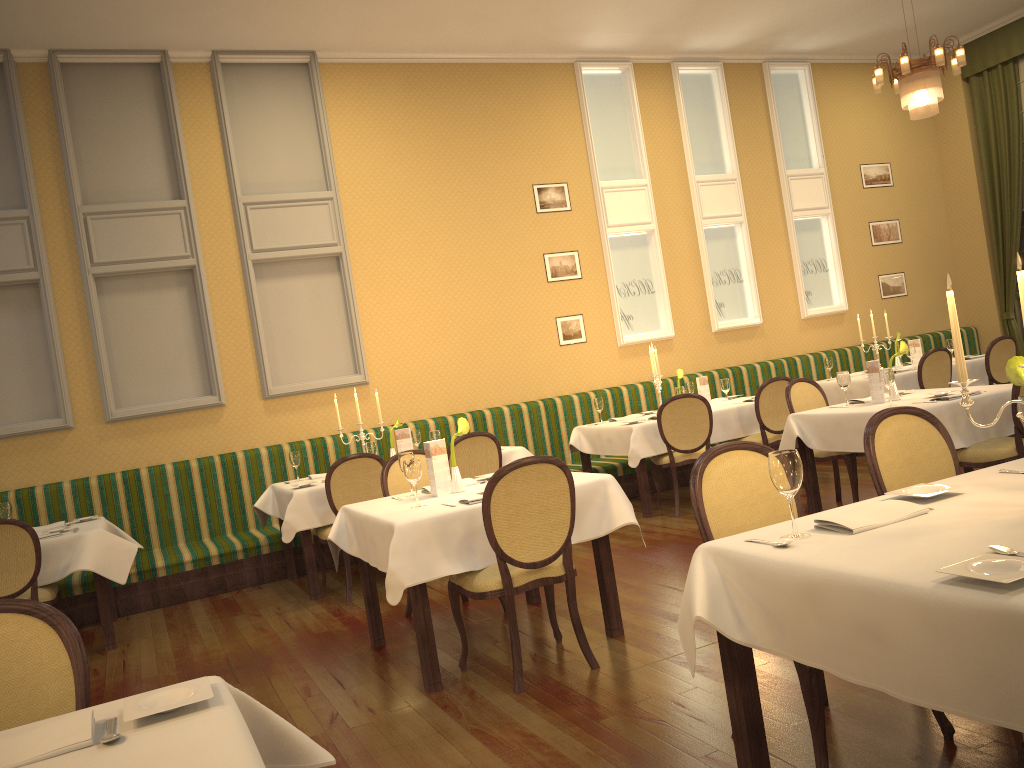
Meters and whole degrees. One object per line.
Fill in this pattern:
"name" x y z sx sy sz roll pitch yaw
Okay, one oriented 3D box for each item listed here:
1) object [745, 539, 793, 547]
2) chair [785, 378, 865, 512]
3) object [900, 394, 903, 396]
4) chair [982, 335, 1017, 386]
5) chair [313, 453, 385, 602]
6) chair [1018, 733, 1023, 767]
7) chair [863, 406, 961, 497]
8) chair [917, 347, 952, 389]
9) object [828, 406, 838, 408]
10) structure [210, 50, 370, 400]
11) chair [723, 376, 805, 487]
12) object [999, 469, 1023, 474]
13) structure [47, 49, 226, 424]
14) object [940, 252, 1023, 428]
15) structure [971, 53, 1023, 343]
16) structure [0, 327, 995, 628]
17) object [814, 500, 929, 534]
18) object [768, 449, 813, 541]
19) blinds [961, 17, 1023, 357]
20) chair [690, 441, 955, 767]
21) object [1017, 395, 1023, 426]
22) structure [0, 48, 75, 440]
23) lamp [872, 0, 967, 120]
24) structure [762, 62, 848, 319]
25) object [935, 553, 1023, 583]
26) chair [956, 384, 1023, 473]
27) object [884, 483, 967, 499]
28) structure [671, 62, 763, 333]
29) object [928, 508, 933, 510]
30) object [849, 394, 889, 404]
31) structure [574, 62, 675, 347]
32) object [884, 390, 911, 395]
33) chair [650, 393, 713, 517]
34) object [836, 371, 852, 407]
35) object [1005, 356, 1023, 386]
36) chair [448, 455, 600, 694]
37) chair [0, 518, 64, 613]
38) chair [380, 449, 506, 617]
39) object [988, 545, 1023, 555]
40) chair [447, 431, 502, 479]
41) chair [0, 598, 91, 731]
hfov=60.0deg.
"object" 0.668 0.411 2.315 0.038 0.015 0.181 -9 0 -22
"chair" 2.329 0.408 6.310 0.530 0.955 0.571 -9 1 -34
"object" 2.570 0.081 6.003 0.038 0.015 0.181 -9 0 -22
"chair" 4.580 0.035 8.577 0.530 0.955 0.571 -9 0 -24
"chair" -1.074 0.946 6.087 0.530 0.955 0.571 -9 0 -24
"chair" 1.317 0.605 1.619 0.530 0.955 0.571 -9 0 -24
"chair" 1.628 0.544 3.116 0.530 0.955 0.571 -9 0 -24
"chair" 3.806 0.159 8.268 0.530 0.955 0.571 -9 0 -24
"object" 2.151 0.151 5.836 0.017 0.010 0.185 -9 0 -23
"structure" -1.989 -1.460 7.956 0.956 3.103 0.200 -9 0 -24
"chair" 2.130 0.429 7.517 0.530 0.955 0.571 -9 0 -24
"object" 1.566 0.268 2.696 0.017 0.010 0.185 -9 0 -23
"structure" -3.138 -1.275 7.442 0.956 3.103 0.200 -9 0 -24
"object" 1.306 -0.009 2.206 0.390 0.655 0.131 -9 0 10
"structure" 6.294 -2.050 10.047 0.123 4.511 1.942 -9 0 -24
"structure" -0.567 0.816 7.984 14.516 1.031 0.850 -9 0 -24
"object" 0.966 0.356 2.384 0.273 0.033 0.142 -9 0 -24
"object" 0.734 0.291 2.345 0.088 0.229 0.088 -9 0 24
"blinds" 6.190 -2.045 10.000 0.225 4.537 1.934 -9 0 -25
"chair" 0.930 0.656 2.804 0.530 0.955 0.571 -9 0 -24
"object" 1.621 0.148 2.736 0.088 0.229 0.088 -9 0 24
"structure" -4.206 -1.102 6.965 0.956 3.103 0.200 -9 0 -24
"lamp" 2.854 -2.832 6.427 0.593 1.796 0.593 -9 1 -26
"structure" 3.402 -2.269 10.361 0.670 2.985 0.200 -9 0 -24
"object" 0.945 0.368 1.725 0.160 0.024 0.160 -9 0 -24
"chair" 2.800 0.343 5.158 0.530 0.955 0.571 -9 1 -44
"object" 1.204 0.320 2.585 0.160 0.024 0.160 -9 0 -24
"structure" 2.255 -2.085 9.849 0.661 2.985 0.200 -9 0 -24
"object" 1.110 0.342 2.492 0.017 0.010 0.185 -9 0 -23
"object" 2.412 0.100 5.949 0.273 0.033 0.142 -9 0 -24
"structure" 1.175 -1.910 9.366 0.687 2.985 0.200 -9 0 -24
"object" 2.644 0.065 6.086 0.160 0.024 0.160 -9 0 -24
"chair" 1.396 0.548 7.183 0.530 0.955 0.571 -9 0 1
"object" 2.207 0.031 5.876 0.088 0.229 0.088 -9 0 18
"object" 1.439 0.106 2.412 0.076 0.375 0.163 -9 0 -2
"chair" 0.026 0.790 3.919 0.530 0.955 0.571 -9 0 -24
"chair" -2.978 1.253 5.234 0.530 0.955 0.571 -9 0 -24
"chair" -0.425 0.852 5.076 0.530 0.955 0.571 -9 0 -24
"object" 1.067 0.352 1.832 0.038 0.015 0.181 -9 0 -22
"chair" -0.319 0.824 6.422 0.530 0.955 0.571 -9 0 -24
"chair" -1.099 0.983 1.897 0.530 0.955 0.571 -9 0 -24
